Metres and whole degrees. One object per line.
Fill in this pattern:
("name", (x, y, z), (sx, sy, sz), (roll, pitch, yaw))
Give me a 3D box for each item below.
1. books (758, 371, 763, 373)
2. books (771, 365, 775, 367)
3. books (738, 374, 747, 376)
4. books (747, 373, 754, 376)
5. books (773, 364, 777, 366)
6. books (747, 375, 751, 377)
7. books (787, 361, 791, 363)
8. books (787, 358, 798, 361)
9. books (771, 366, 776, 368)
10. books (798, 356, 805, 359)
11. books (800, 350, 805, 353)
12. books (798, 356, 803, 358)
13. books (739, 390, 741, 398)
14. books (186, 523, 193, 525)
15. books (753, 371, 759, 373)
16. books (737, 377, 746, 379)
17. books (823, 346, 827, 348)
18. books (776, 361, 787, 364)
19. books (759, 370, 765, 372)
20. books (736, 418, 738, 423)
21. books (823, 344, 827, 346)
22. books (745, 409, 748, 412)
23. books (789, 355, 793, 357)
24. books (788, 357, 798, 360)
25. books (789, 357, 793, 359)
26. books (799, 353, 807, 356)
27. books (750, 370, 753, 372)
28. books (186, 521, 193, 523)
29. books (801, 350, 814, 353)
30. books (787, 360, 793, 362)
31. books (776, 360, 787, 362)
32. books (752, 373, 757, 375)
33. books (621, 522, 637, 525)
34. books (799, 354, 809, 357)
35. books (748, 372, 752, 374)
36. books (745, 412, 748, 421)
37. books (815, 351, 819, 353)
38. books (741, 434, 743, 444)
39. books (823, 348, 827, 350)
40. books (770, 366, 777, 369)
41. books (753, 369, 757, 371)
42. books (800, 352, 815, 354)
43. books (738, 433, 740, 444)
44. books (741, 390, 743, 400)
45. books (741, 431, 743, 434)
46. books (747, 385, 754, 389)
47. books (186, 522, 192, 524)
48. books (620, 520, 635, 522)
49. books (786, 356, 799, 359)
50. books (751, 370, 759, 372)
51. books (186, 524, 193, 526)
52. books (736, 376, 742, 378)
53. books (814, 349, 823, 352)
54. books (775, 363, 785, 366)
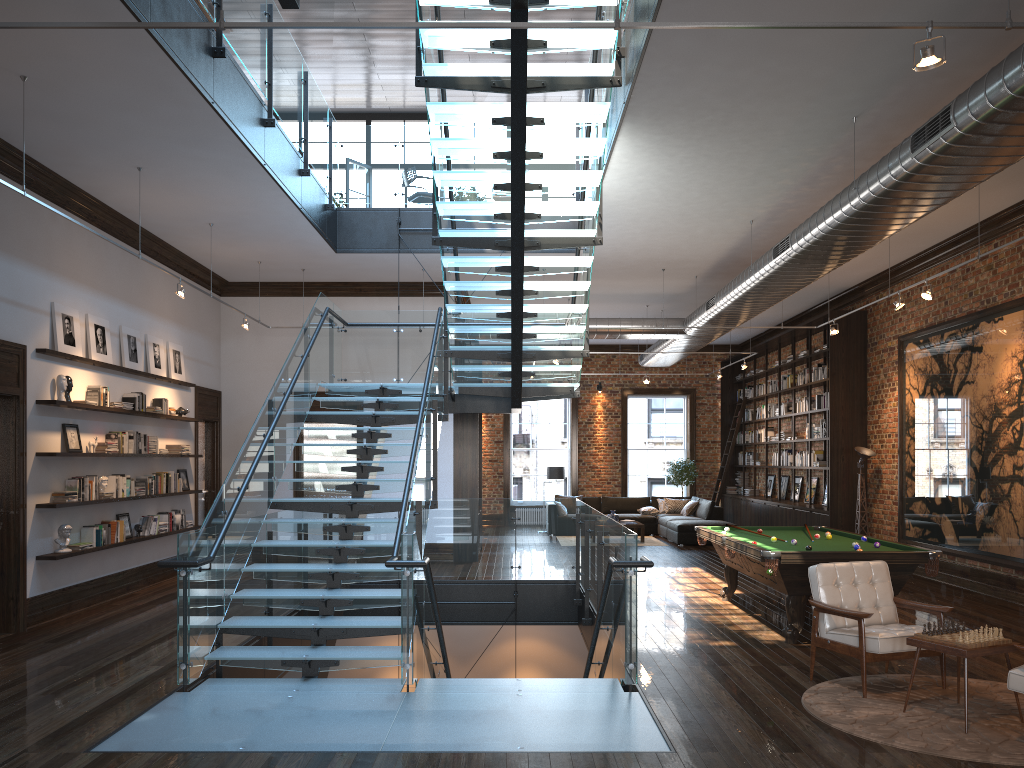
("books", (5.548, -0.269, 19.425), (0.206, 0.018, 0.325), (0, -5, -3))
("books", (5.553, -0.377, 18.532), (0.191, 0.013, 0.316), (0, -5, -4))
("books", (5.560, -0.213, 21.307), (0.190, 0.017, 0.301), (0, -5, -2))
("books", (5.536, -0.215, 20.360), (0.229, 0.033, 0.274), (0, -5, 4))
("books", (5.569, -0.391, 18.532), (0.168, 0.015, 0.232), (0, -5, 3))
("books", (5.546, -0.166, 20.360), (0.227, 0.035, 0.304), (0, -5, 0))
("books", (5.536, -0.429, 17.406), (0.228, 0.011, 0.373), (0, -5, 3))
("books", (5.550, -0.473, 17.406), (0.193, 0.030, 0.314), (0, -5, -5))
("books", (5.559, -0.353, 18.532), (0.198, 0.014, 0.262), (0, -5, 0))
("books", (5.547, -0.500, 16.690), (0.217, 0.010, 0.343), (0, -5, -1))
("books", (5.560, -0.617, 16.690), (0.188, 0.017, 0.276), (0, -5, 2))
("books", (5.540, -0.512, 16.690), (0.227, 0.015, 0.276), (0, -5, -2))
("books", (5.541, 0.287, 21.280), (0.175, 0.286, 0.016), (0, 0, 0))
("books", (-4.533, 1.937, 12.307), (0.159, 0.014, 0.184), (0, -5, 0))
("books", (5.548, -0.266, 19.967), (0.205, 0.024, 0.249), (0, -5, 4))
("books", (5.542, -0.134, 21.307), (0.213, 0.014, 0.358), (0, -5, -4))
("books", (5.541, -0.650, 15.312), (0.230, 0.018, 0.315), (0, -5, 1))
("books", (5.557, -0.439, 18.137), (0.204, 0.011, 0.309), (0, -5, 0))
("books", (5.551, -0.285, 19.425), (0.210, 0.014, 0.292), (0, -5, -1))
("books", (5.523, 0.805, 21.471), (0.176, 0.295, 0.017), (0, 0, 0))
("books", (5.543, -0.679, 15.312), (0.202, 0.015, 0.362), (0, -5, -5))
("books", (5.548, 0.738, 20.732), (0.189, 0.303, 0.014), (0, 0, 0))
("books", (5.560, -0.549, 17.406), (0.192, 0.009, 0.306), (0, -5, 1))
("books", (5.563, -0.498, 17.406), (0.171, 0.021, 0.307), (0, -5, -4))
("books", (5.566, -0.514, 17.406), (0.180, 0.010, 0.278), (0, -5, -1))
("books", (5.545, -0.550, 16.690), (0.216, 0.020, 0.235), (0, -5, -3))
("books", (5.569, -0.299, 20.360), (0.164, 0.022, 0.257), (0, -5, 4))
("books", (-4.538, 1.909, 12.301), (0.152, 0.013, 0.196), (0, -5, 0))
("books", (5.560, -0.601, 16.690), (0.168, 0.015, 0.370), (0, -5, 5))
("books", (5.547, -0.451, 17.406), (0.213, 0.014, 0.282), (0, -5, 2))
("books", (5.543, -0.469, 18.137), (0.215, 0.015, 0.320), (0, -5, -3))
("books", (5.553, -0.223, 19.967), (0.207, 0.017, 0.283), (0, -5, 1))
("books", (2.308, 2.752, 17.485), (0.262, 0.024, 0.206), (2, -5, -23))
("books", (5.547, -0.536, 16.690), (0.206, 0.008, 0.334), (0, -5, 3))
("books", (5.558, -0.260, 20.360), (0.192, 0.010, 0.374), (0, -5, 2))
("books", (5.542, 0.770, 20.672), (0.191, 0.229, 0.034), (0, 0, 0))
("books", (5.531, -0.575, 15.765), (0.214, 0.012, 0.252), (0, -5, 5))
("books", (5.536, 1.304, 21.072), (0.188, 0.237, 0.025), (0, 0, 0))
("books", (5.538, -0.613, 15.312), (0.230, 0.007, 0.353), (0, -5, 2))
("books", (5.554, -0.339, 18.532), (0.191, 0.015, 0.375), (0, -5, -3))
("books", (5.557, -0.322, 19.967), (0.192, 0.007, 0.365), (0, -5, 2))
("books", (5.562, -0.577, 16.690), (0.169, 0.034, 0.286), (0, -5, -5))
("books", (5.542, 1.311, 21.368), (0.188, 0.272, 0.013), (0, 0, 0))
("books", (5.531, 0.277, 21.021), (0.190, 0.262, 0.066), (0, 0, 0))
("books", (5.540, 1.279, 21.133), (0.187, 0.297, 0.016), (0, 0, 0))
("books", (5.550, 0.204, 20.601), (0.168, 0.337, 0.016), (0, 0, 0))
("books", (-4.537, 1.922, 12.292), (0.125, 0.014, 0.214), (0, -5, 0))
("books", (2.327, 2.754, 17.825), (0.205, 0.028, 0.262), (-3, -6, 32))
("books", (5.547, -0.527, 17.406), (0.205, 0.017, 0.360), (0, -5, -3))
("books", (5.544, -0.288, 19.967), (0.216, 0.018, 0.377), (0, -5, -2))
("books", (-4.536, 1.951, 12.293), (0.156, 0.015, 0.211), (0, -5, 0))
("books", (5.535, -0.176, 21.307), (0.230, 0.015, 0.313), (0, -5, -4))
("books", (5.530, -0.591, 15.765), (0.219, 0.019, 0.330), (0, -5, 3))
("books", (5.546, -0.400, 18.137), (0.219, 0.016, 0.368), (0, -5, 1))
